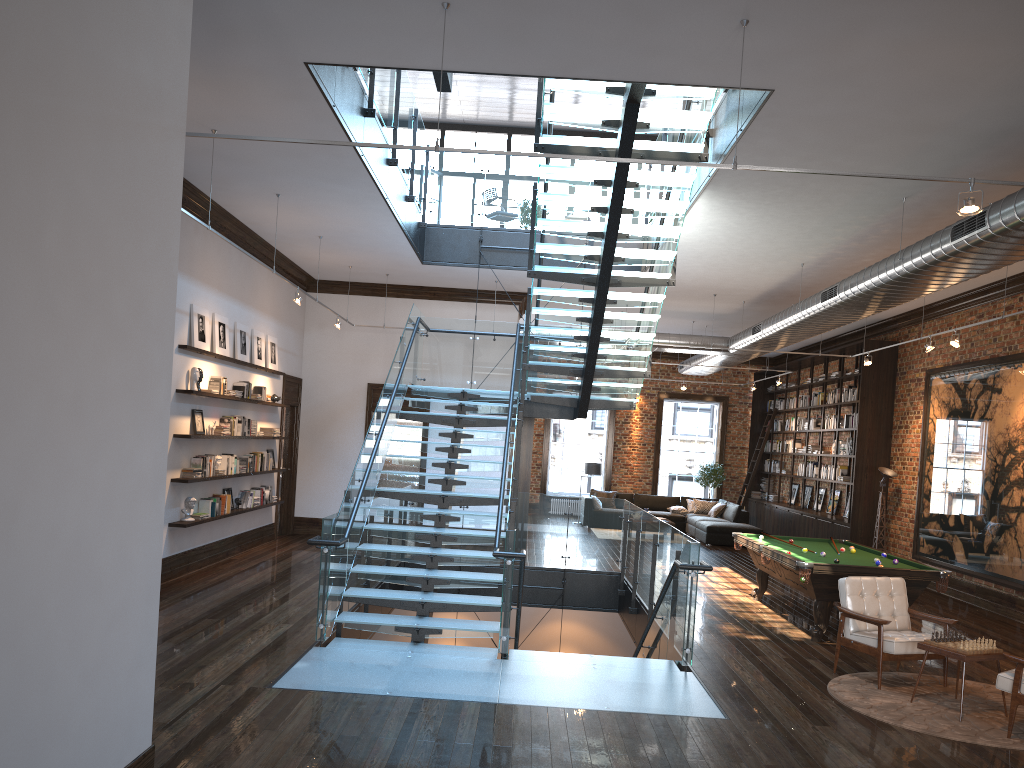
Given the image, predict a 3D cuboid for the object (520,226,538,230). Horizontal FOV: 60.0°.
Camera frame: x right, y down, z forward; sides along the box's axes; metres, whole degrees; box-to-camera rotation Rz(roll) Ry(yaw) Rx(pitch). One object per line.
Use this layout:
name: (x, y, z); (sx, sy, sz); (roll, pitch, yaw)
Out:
object: (0.414, -2.890, 18.125); (0.809, 1.866, 0.802); (4, 1, 44)

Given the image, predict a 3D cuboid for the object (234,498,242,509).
object: (-3.768, 1.643, 12.207); (0.106, 0.152, 0.082); (4, 0, -1)

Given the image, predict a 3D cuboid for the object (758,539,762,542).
object: (3.041, 1.934, 10.877); (0.057, 0.057, 0.057); (4, -1, 0)

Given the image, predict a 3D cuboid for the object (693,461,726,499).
object: (4.981, 2.865, 22.503); (0.811, 1.866, 0.800); (4, 0, 9)

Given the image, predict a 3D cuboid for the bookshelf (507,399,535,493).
bookshelf: (0.172, 1.157, 16.269); (0.400, 3.519, 1.782); (4, 0, 1)

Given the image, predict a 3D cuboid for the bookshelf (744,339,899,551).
bookshelf: (6.314, 1.487, 19.058); (0.600, 3.999, 7.417); (4, -3, 1)

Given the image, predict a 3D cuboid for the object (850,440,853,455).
object: (6.328, 1.184, 16.501); (0.069, 0.288, 0.117); (4, 1, -6)

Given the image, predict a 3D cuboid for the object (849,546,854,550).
object: (4.125, 1.996, 10.760); (0.057, 0.057, 0.057); (5, -2, -44)

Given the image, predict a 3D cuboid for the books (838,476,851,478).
books: (6.407, 1.795, 17.073); (0.159, 0.012, 0.339); (3, -4, 4)

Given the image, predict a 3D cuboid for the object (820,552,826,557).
object: (3.463, 1.897, 9.872); (0.057, 0.057, 0.057); (4, -1, -29)

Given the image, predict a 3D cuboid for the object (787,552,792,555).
object: (3.017, 1.854, 9.659); (0.057, 0.057, 0.057); (5, -2, -42)

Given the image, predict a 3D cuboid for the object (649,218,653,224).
object: (3.124, -2.717, 18.107); (0.800, 1.866, 0.811); (4, 0, -1)

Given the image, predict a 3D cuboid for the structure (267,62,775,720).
structure: (0.069, 0.724, 9.733); (3.576, 14.505, 7.042); (4, 0, 1)

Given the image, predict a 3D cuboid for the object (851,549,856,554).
object: (4.015, 1.968, 10.438); (0.057, 0.057, 0.057); (4, -1, 1)

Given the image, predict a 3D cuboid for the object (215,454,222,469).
object: (-3.732, 0.983, 11.210); (0.147, 0.188, 0.127); (3, 0, 17)

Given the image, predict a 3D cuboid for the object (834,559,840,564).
object: (3.390, 1.853, 9.258); (0.057, 0.057, 0.057); (4, -1, 6)

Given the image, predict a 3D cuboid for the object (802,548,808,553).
object: (3.359, 1.909, 10.169); (0.057, 0.057, 0.057); (3, -2, 38)

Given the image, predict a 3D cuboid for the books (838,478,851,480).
books: (6.403, 1.832, 17.074); (0.159, 0.012, 0.338); (3, -4, 4)

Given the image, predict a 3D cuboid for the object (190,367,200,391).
object: (-3.696, -0.054, 10.324); (0.098, 0.288, 0.098); (4, 1, 43)

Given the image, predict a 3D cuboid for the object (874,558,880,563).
object: (3.951, 1.911, 9.604); (0.057, 0.057, 0.057); (3, -2, 40)

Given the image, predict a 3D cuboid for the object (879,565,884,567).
object: (3.724, 1.854, 8.952); (0.057, 0.057, 0.057); (3, -1, 19)

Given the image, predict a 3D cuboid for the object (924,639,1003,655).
object: (3.476, 2.022, 6.835); (0.389, 0.028, 0.388); (5, -4, -24)

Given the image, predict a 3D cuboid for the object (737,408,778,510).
object: (5.882, 2.102, 21.679); (0.897, 3.079, 0.495); (4, 1, 1)

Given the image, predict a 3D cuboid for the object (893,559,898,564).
object: (4.146, 1.922, 9.585); (0.057, 0.057, 0.057); (3, -1, 23)

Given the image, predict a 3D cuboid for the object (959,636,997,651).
object: (3.533, 1.955, 6.716); (0.335, 0.101, 0.075); (5, -1, -24)

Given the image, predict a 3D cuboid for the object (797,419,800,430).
object: (6.424, 0.916, 19.859); (0.075, 0.255, 0.087); (4, 1, -9)

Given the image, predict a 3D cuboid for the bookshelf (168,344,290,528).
bookshelf: (-3.681, 0.722, 12.014); (0.200, 2.054, 4.081); (4, -3, 1)

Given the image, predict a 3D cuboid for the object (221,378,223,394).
object: (-3.670, 0.027, 11.014); (0.154, 0.207, 0.010); (4, 1, 1)

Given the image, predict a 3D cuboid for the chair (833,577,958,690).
chair: (3.291, 2.134, 7.624); (0.769, 0.866, 0.740); (4, -1, -19)

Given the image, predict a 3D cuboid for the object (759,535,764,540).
object: (3.221, 1.982, 11.443); (0.057, 0.058, 0.057); (4, -1, 2)

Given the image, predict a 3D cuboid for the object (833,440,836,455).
object: (6.337, 1.241, 17.386); (0.069, 0.288, 0.117); (4, 1, -6)

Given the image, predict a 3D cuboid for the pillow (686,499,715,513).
pillow: (4.445, 2.900, 20.868); (0.703, 0.338, 0.270); (4, -1, 1)

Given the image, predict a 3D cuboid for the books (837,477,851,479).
books: (6.398, 1.807, 17.074); (0.161, 0.012, 0.299); (4, -4, 1)

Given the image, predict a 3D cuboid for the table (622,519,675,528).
table: (2.926, 3.099, 19.112); (1.000, 0.345, 1.002); (4, -3, 1)

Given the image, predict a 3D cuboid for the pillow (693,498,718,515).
pillow: (4.517, 2.867, 20.687); (0.611, 0.362, 0.288); (3, -1, 5)

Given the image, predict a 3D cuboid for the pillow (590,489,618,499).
pillow: (2.142, 2.710, 20.937); (0.700, 0.440, 0.305); (4, 0, 1)

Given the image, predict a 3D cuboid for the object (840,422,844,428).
object: (6.484, 0.820, 17.394); (0.096, 0.137, 0.235); (4, -2, -15)

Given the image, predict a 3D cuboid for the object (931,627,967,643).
object: (3.427, 1.964, 6.951); (0.335, 0.101, 0.075); (5, -1, -24)

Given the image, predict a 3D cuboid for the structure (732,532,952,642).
structure: (3.627, 2.332, 10.291); (1.552, 0.851, 2.960); (4, -3, 1)

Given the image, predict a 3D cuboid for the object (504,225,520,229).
object: (-0.207, -2.643, 14.077); (0.541, 0.769, 0.518); (4, 0, -29)

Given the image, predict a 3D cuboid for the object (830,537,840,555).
object: (3.986, 1.991, 10.948); (0.028, 0.072, 1.610); (4, -3, 17)

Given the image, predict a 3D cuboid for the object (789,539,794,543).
object: (3.515, 1.983, 11.168); (0.057, 0.057, 0.057); (5, -2, -41)

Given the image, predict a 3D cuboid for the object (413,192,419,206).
object: (-2.299, -3.060, 18.197); (0.814, 1.866, 0.798); (3, 1, -41)

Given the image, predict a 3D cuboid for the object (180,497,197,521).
object: (-3.790, 1.459, 10.377); (0.165, 0.282, 0.170); (4, 0, -30)

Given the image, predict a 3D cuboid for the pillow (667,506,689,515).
pillow: (3.860, 2.946, 20.669); (0.409, 0.204, 0.611); (4, -3, -1)

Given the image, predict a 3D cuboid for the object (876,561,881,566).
object: (3.861, 1.888, 9.345); (0.057, 0.057, 0.057); (4, -1, 6)

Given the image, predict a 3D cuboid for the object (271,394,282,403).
object: (-3.599, 0.217, 13.337); (0.282, 0.136, 0.124); (5, -2, -32)

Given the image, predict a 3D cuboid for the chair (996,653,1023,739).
chair: (3.907, 2.082, 6.190); (0.770, 0.866, 0.740); (4, -1, -39)

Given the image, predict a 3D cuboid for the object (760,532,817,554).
object: (3.392, 1.953, 10.957); (0.028, 0.072, 1.606); (4, -4, -7)

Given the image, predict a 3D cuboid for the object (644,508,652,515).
object: (2.879, 2.793, 19.036); (0.215, 0.251, 0.215); (3, -1, 34)

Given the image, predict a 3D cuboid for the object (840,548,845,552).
object: (3.914, 1.966, 10.497); (0.057, 0.057, 0.057); (5, -1, -34)

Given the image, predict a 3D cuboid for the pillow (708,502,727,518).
pillow: (4.677, 2.881, 20.218); (0.314, 0.355, 0.630); (4, -2, 1)

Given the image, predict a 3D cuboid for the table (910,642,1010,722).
table: (3.455, 2.277, 6.833); (0.517, 0.495, 0.462); (4, -1, -24)

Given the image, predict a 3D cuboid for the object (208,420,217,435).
object: (-3.727, 0.543, 11.039); (0.059, 0.187, 0.122); (4, 0, 37)

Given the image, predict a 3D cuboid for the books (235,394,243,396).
books: (-3.669, 0.136, 11.685); (0.141, 0.011, 0.287); (3, -4, 4)

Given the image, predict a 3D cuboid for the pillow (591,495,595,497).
pillow: (1.958, 2.749, 20.554); (0.244, 0.305, 0.574); (4, -3, 2)

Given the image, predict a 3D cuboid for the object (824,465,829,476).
object: (6.471, 1.805, 18.128); (0.166, 0.283, 0.015); (4, 1, 1)
